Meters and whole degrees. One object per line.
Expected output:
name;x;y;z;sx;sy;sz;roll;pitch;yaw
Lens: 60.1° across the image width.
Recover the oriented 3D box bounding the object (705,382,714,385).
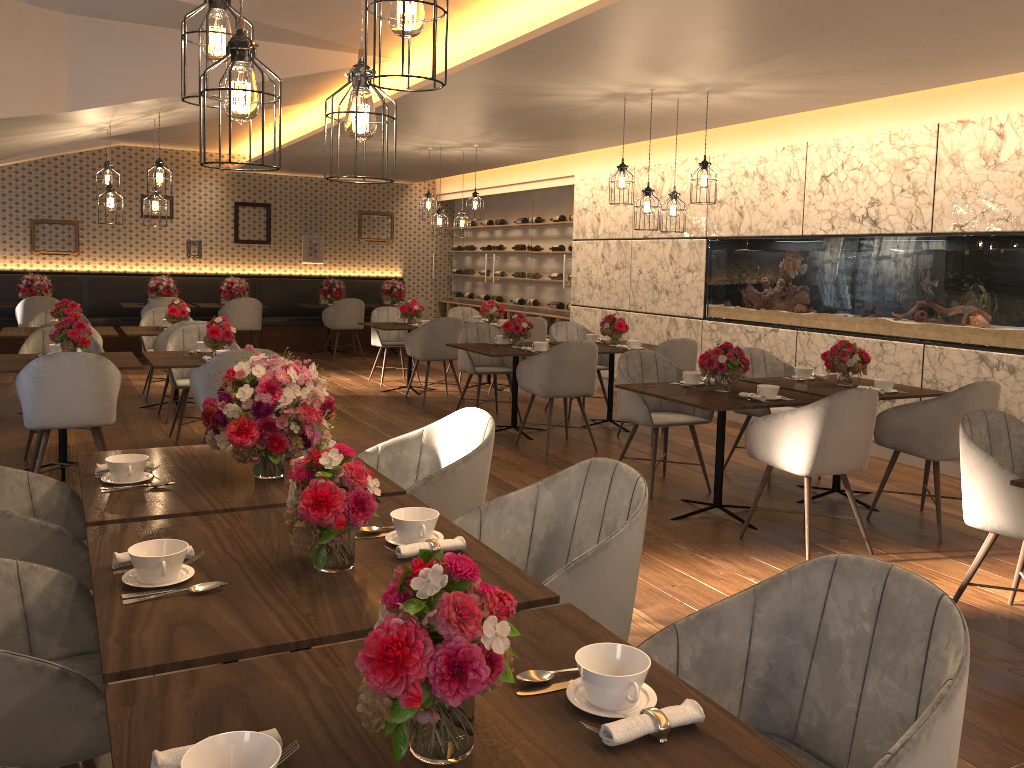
object;1.174;-0.012;5.430;0.025;0.024;0.193;-2;8;-27

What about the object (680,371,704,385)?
object;1.100;-0.034;5.400;0.148;0.072;0.149;4;7;15

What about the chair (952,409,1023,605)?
chair;2.090;0.573;3.544;0.565;0.868;0.529;-1;6;-27

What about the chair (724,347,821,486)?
chair;1.807;0.201;6.177;0.565;0.868;0.529;-1;6;-27

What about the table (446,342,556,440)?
table;0.026;0.056;7.418;0.897;0.717;0.901;-2;7;-27

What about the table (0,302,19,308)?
table;-6.074;-0.660;11.363;0.897;0.717;0.901;-2;7;-27

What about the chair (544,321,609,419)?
chair;0.626;-0.147;8.458;0.565;0.868;0.529;-1;6;-27

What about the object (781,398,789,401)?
object;1.467;0.075;4.939;0.022;0.004;0.212;-2;9;-27

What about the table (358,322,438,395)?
table;-1.110;-0.279;9.611;0.897;0.717;0.901;-2;7;-27

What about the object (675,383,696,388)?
object;1.042;0.007;5.343;0.022;0.004;0.212;-2;9;-27

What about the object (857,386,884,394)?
object;2.126;0.033;5.248;0.056;0.039;0.176;-2;8;-27

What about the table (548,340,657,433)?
table;0.878;0.019;7.858;0.897;0.717;0.901;-2;7;-27

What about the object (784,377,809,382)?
object;1.858;-0.028;5.765;0.022;0.004;0.212;-2;9;-27

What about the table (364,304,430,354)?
table;-1.853;-0.843;13.543;0.897;0.717;0.901;-2;7;-27

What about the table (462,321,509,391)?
table;-0.258;-0.316;10.051;0.897;0.717;0.901;-2;7;-27

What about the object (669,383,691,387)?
object;1.008;0.002;5.333;0.043;0.015;0.198;-3;9;-31

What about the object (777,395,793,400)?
object;1.502;0.069;4.949;0.043;0.015;0.198;-3;9;-31

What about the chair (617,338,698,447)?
chair;1.221;0.033;7.276;0.565;0.868;0.529;-1;6;-27

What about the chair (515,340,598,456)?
chair;0.369;0.070;6.836;0.565;0.868;0.529;-1;6;-27

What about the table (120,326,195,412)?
table;-3.125;-0.145;8.233;0.897;0.717;0.901;-2;7;-27

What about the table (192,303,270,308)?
table;-3.964;-0.751;12.453;0.897;0.717;0.901;-2;7;-27

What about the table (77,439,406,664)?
table;-0.940;0.644;2.960;0.897;0.717;0.901;-2;7;-27

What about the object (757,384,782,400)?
object;1.411;0.047;4.877;0.148;0.072;0.149;4;7;15

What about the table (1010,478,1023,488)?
table;2.341;0.739;2.944;0.897;0.717;0.901;-2;7;-27

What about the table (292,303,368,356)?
table;-2.706;-0.806;13.103;0.897;0.717;0.901;-2;7;-27

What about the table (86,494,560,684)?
table;-0.510;0.771;2.129;0.897;0.717;0.901;-2;7;-27

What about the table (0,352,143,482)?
table;-2.913;0.205;5.736;0.897;0.717;0.901;-2;7;-27

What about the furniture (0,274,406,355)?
furniture;-4.833;-0.991;12.702;7.092;1.076;0.544;-2;7;-27

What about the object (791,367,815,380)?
object;1.916;-0.069;5.821;0.148;0.072;0.149;4;7;15

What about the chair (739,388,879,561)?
chair;1.550;0.418;4.554;0.565;0.868;0.529;-1;6;-27

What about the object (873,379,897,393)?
object;2.227;0.012;5.299;0.148;0.072;0.149;4;7;15

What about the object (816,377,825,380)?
object;1.991;-0.047;5.851;0.025;0.024;0.193;-2;8;-27

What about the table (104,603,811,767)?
table;-0.080;0.898;1.298;0.897;0.717;0.901;-2;7;-27

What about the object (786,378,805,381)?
object;1.824;-0.034;5.754;0.043;0.015;0.198;-3;9;-31

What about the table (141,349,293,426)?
table;-2.060;0.169;6.176;0.897;0.717;0.901;-2;7;-27

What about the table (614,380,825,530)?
table;1.206;0.404;5.137;0.897;0.717;0.901;-2;7;-27

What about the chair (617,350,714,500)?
chair;0.955;0.238;5.737;0.565;0.868;0.529;-1;6;-27

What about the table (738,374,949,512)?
table;2.059;0.367;5.577;0.897;0.717;0.901;-2;7;-27

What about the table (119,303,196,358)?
table;-4.816;-0.715;12.013;0.897;0.717;0.901;-2;7;-27

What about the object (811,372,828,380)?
object;2.017;-0.057;5.875;0.056;0.039;0.176;-2;8;-27

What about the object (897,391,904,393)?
object;2.284;0.039;5.361;0.022;0.004;0.212;-2;9;-27

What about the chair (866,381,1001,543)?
chair;2.402;0.381;4.994;0.565;0.868;0.529;-1;6;-27

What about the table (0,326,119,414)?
table;-3.978;-0.108;7.793;0.897;0.717;0.901;-2;7;-27

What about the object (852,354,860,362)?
object;2.103;-0.164;5.476;0.076;0.052;0.048;8;9;42

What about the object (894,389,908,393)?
object;2.318;0.033;5.370;0.043;0.015;0.198;-3;9;-31
